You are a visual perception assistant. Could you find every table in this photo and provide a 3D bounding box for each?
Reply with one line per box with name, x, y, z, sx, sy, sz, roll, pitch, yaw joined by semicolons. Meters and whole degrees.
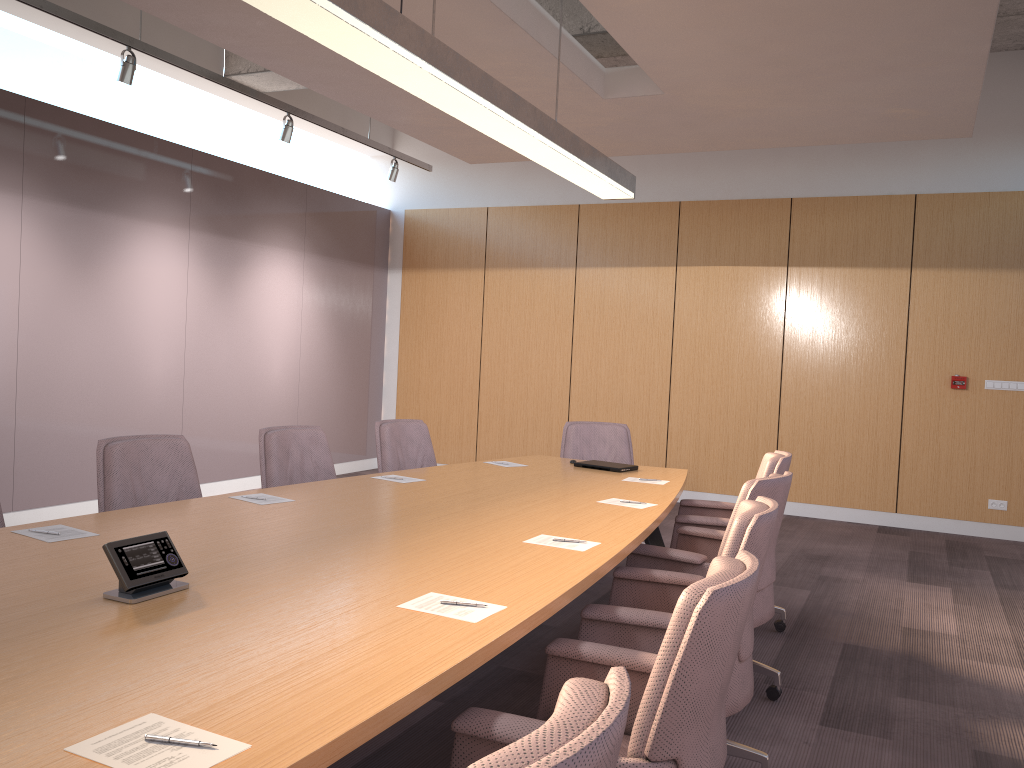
table;-1.070;0.903;2.067;1.885;0.748;8.000;4;2;25

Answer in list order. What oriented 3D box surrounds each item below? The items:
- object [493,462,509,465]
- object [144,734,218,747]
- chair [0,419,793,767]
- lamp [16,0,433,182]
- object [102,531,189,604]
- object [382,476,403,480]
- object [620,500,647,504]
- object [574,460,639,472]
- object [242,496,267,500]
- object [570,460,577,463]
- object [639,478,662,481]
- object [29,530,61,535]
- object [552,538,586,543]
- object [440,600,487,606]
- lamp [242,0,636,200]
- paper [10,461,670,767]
object;-0.071;0.471;5.296;0.125;0.009;0.009;4;2;33
object;-0.527;0.569;1.413;0.125;0.009;0.009;3;2;9
chair;-1.117;0.803;1.972;3.001;0.948;9.673;4;2;26
lamp;-0.751;-2.314;2.194;5.699;1.321;12.467;4;2;25
object;-0.924;0.461;2.250;0.110;0.139;0.200;4;2;25
object;-0.604;0.471;4.456;0.125;0.009;0.009;3;2;18
object;0.556;0.540;4.052;0.125;0.009;0.009;3;2;16
object;0.565;0.493;5.335;0.325;0.026;0.231;4;2;37
object;-1.074;0.472;3.686;0.125;0.009;0.009;3;2;19
object;0.379;0.482;5.517;0.039;0.019;0.070;3;2;19
object;0.759;0.525;4.860;0.125;0.009;0.009;3;2;4
object;-1.510;0.477;2.861;0.125;0.009;0.009;3;2;15
object;0.204;0.552;3.123;0.125;0.009;0.009;3;2;8
object;-0.122;0.562;2.270;0.125;0.009;0.009;3;2;9
lamp;-0.757;-2.047;2.314;0.200;1.864;6.974;4;2;25
paper;-1.019;0.528;2.141;1.713;0.001;6.800;4;2;25
